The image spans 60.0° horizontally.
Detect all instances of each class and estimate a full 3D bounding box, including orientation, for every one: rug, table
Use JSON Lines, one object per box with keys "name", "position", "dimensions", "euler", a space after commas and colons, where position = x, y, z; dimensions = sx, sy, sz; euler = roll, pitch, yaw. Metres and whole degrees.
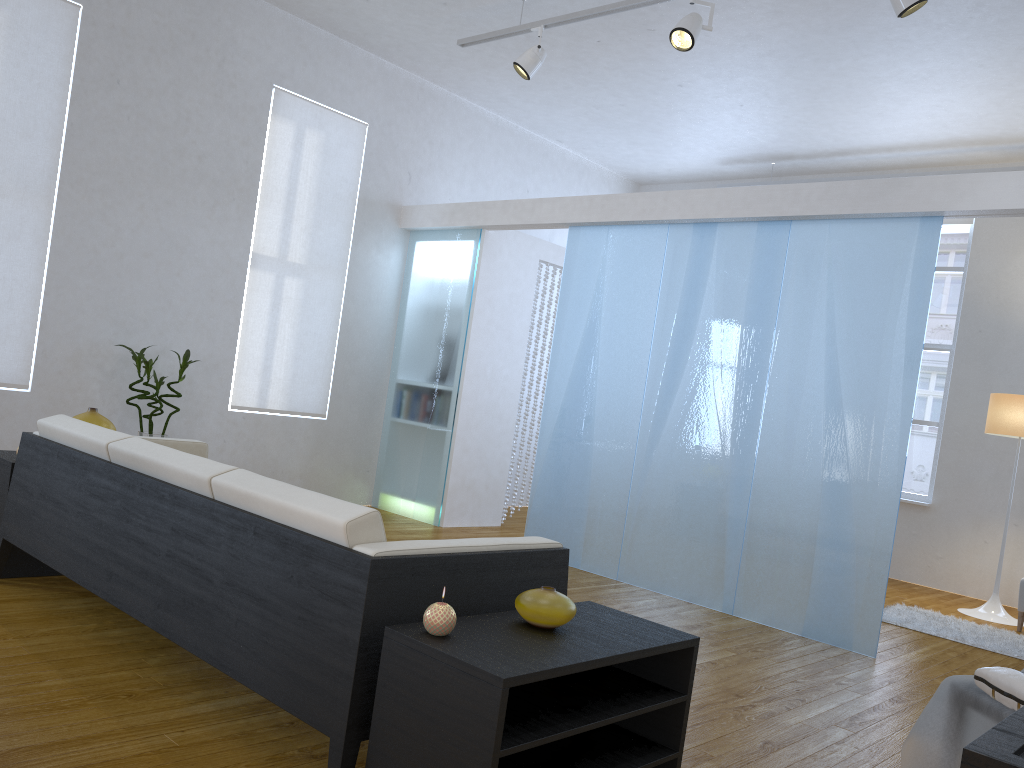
{"name": "rug", "position": [2.654, 1.420, 5.094], "dimensions": [1.092, 0.047, 0.758], "euler": [8, -1, 42]}
{"name": "table", "position": [0.945, 0.852, 1.322], "dimensions": [0.439, 0.578, 0.564], "euler": [9, 0, 42]}

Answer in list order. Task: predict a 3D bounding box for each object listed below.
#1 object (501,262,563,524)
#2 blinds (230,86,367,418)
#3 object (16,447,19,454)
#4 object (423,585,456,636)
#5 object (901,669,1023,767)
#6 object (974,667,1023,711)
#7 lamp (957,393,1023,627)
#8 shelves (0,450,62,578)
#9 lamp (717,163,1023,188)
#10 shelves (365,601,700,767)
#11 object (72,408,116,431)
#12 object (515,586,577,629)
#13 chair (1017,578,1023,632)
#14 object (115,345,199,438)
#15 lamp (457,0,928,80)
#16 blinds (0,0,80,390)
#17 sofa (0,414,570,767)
{"name": "object", "position": [0.359, 0.108, 7.023], "dimensions": [0.051, 2.017, 0.925], "euler": [9, 1, 42]}
{"name": "blinds", "position": [-1.432, -0.841, 6.028], "dimensions": [0.007, 2.112, 0.763], "euler": [9, 1, 42]}
{"name": "object", "position": [-1.917, 0.249, 3.505], "dimensions": [0.071, 0.104, 0.071], "euler": [8, 0, -21]}
{"name": "object", "position": [-0.152, 0.483, 1.897], "dimensions": [0.071, 0.104, 0.071], "euler": [8, 0, -21]}
{"name": "object", "position": [1.389, 0.873, 2.270], "dimensions": [0.635, 0.687, 0.644], "euler": [8, 0, -9]}
{"name": "object", "position": [1.331, 0.778, 2.225], "dimensions": [0.224, 0.085, 0.232], "euler": [8, -1, -12]}
{"name": "lamp", "position": [3.240, 0.806, 5.776], "dimensions": [0.413, 1.451, 0.412], "euler": [8, 1, -29]}
{"name": "shelves", "position": [-1.834, 0.546, 3.786], "dimensions": [0.348, 0.451, 0.731], "euler": [9, 0, 42]}
{"name": "lamp", "position": [2.956, -1.504, 6.742], "dimensions": [3.111, 0.486, 0.198], "euler": [8, 0, 40]}
{"name": "shelves", "position": [0.066, 0.797, 2.055], "dimensions": [0.348, 0.451, 0.731], "euler": [9, 0, 42]}
{"name": "object", "position": [-1.825, 0.211, 3.830], "dimensions": [0.207, 0.215, 0.207], "euler": [8, 0, -6]}
{"name": "object", "position": [0.079, 0.526, 2.095], "dimensions": [0.147, 0.090, 0.146], "euler": [8, 0, -6]}
{"name": "chair", "position": [3.386, 1.067, 5.296], "dimensions": [0.379, 0.961, 0.471], "euler": [8, 1, -23]}
{"name": "object", "position": [-2.135, 0.256, 5.137], "dimensions": [0.379, 0.981, 0.484], "euler": [8, 1, 14]}
{"name": "lamp", "position": [0.811, -1.848, 4.339], "dimensions": [3.110, 0.486, 0.205], "euler": [8, 0, 40]}
{"name": "blinds", "position": [-2.750, -1.053, 4.553], "dimensions": [0.007, 2.112, 0.763], "euler": [9, 1, 42]}
{"name": "sofa", "position": [-0.408, 0.644, 3.437], "dimensions": [5.324, 0.679, 9.745], "euler": [8, -1, 42]}
